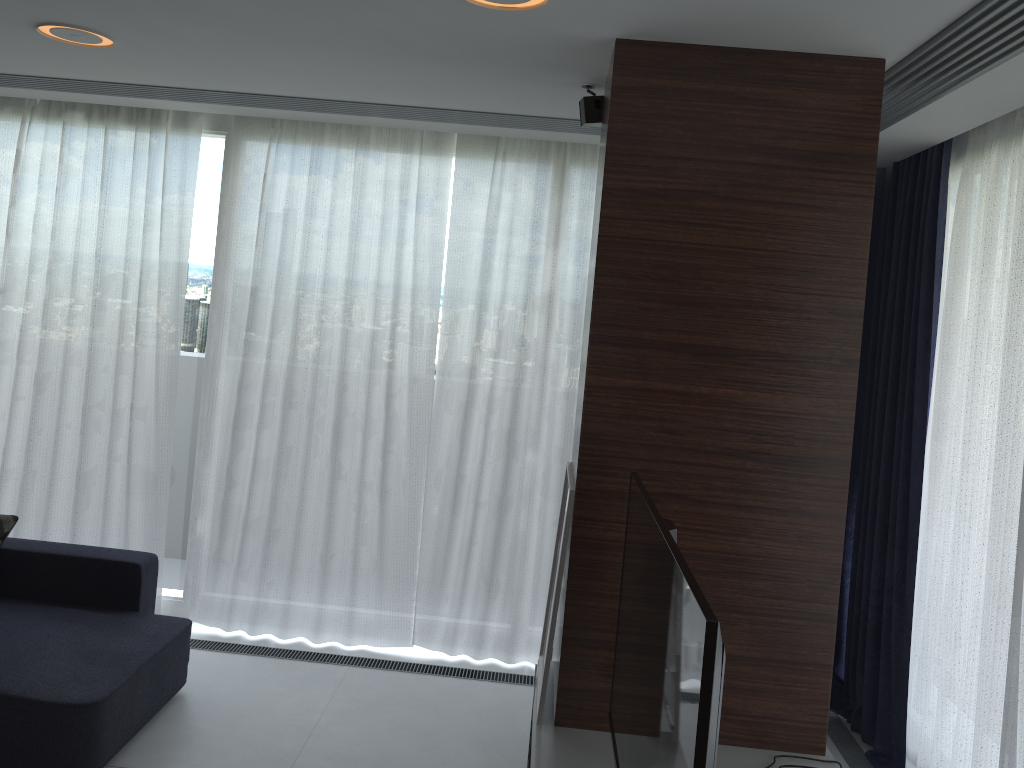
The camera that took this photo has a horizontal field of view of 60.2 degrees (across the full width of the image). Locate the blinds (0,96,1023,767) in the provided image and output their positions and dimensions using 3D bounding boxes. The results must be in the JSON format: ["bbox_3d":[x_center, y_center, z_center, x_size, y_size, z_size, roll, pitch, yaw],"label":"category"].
[{"bbox_3d":[-1.715,0.031,1.748,7.140,2.770,5.810,6,4,6],"label":"blinds"}]

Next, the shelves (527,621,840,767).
[{"bbox_3d":[0.470,1.316,2.343,0.873,0.498,2.355,5,4,2],"label":"shelves"}]

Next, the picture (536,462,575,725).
[{"bbox_3d":[0.140,0.640,2.856,0.053,0.700,0.501,5,1,2],"label":"picture"}]

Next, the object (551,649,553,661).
[{"bbox_3d":[0.323,1.070,3.317,0.369,0.150,0.370,5,4,2],"label":"object"}]

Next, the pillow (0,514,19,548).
[{"bbox_3d":[-2.377,0.704,3.735,0.415,0.344,0.286,5,2,7],"label":"pillow"}]

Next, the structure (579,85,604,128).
[{"bbox_3d":[0.302,-1.004,3.207,0.114,0.142,0.085,5,1,-8],"label":"structure"}]

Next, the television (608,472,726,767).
[{"bbox_3d":[0.303,0.691,1.897,0.298,0.785,1.233,5,3,2],"label":"television"}]

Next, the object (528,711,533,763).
[{"bbox_3d":[0.193,1.328,3.227,0.254,0.251,0.213,5,2,2],"label":"object"}]

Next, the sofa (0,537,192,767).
[{"bbox_3d":[-2.337,0.995,2.543,1.899,0.607,2.880,5,4,2],"label":"sofa"}]
